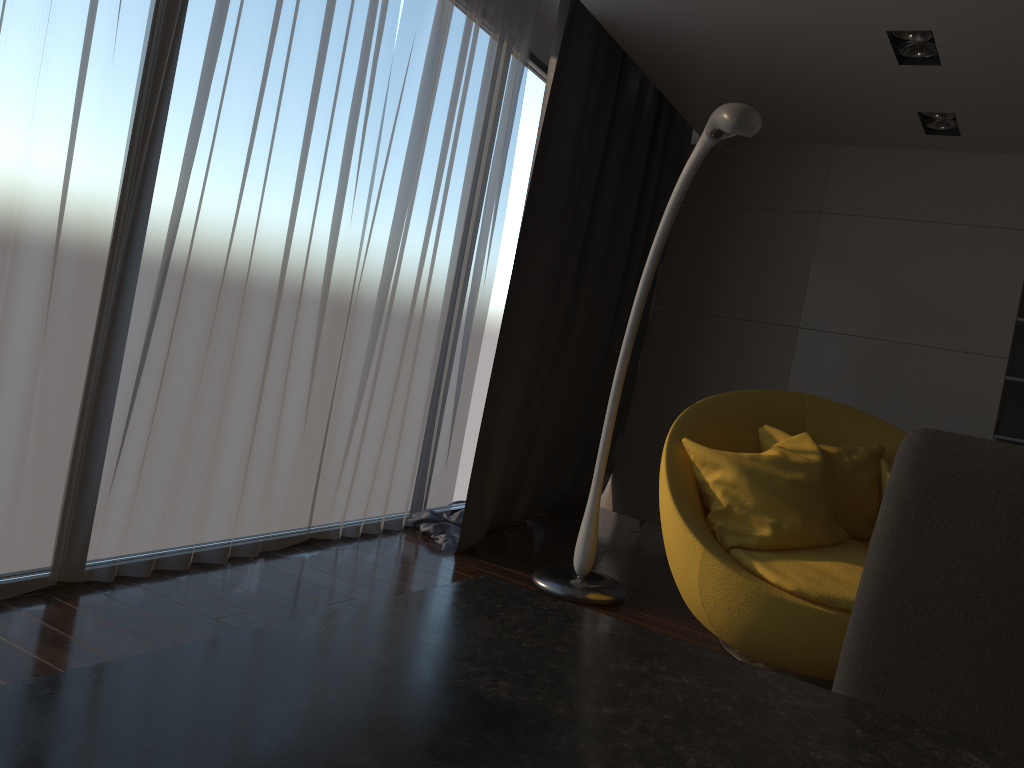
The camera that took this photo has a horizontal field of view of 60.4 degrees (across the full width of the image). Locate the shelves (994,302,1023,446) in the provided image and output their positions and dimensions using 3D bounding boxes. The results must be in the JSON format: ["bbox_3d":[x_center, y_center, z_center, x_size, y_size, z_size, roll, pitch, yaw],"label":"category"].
[{"bbox_3d":[3.545,0.147,4.461,1.839,1.600,0.396,12,1,28],"label":"shelves"}]

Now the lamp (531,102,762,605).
[{"bbox_3d":[0.707,0.016,4.527,0.572,1.778,4.308,11,2,12],"label":"lamp"}]

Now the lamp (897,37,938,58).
[{"bbox_3d":[1.736,-1.438,3.752,0.168,0.077,0.186,13,3,42],"label":"lamp"}]

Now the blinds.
[{"bbox_3d":[-0.908,-0.760,2.480,0.721,2.892,7.777,11,2,25],"label":"blinds"}]

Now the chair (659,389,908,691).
[{"bbox_3d":[1.281,0.570,3.392,1.535,1.005,1.125,11,2,-5],"label":"chair"}]

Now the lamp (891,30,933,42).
[{"bbox_3d":[1.639,-1.450,3.591,0.186,0.077,0.168,9,3,-41],"label":"lamp"}]

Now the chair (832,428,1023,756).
[{"bbox_3d":[0.388,0.536,0.733,0.409,0.964,0.598,11,1,30],"label":"chair"}]

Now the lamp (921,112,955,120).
[{"bbox_3d":[2.163,-1.388,4.453,0.186,0.077,0.168,9,3,-41],"label":"lamp"}]

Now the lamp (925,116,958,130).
[{"bbox_3d":[2.260,-1.376,4.615,0.168,0.077,0.186,13,3,42],"label":"lamp"}]
